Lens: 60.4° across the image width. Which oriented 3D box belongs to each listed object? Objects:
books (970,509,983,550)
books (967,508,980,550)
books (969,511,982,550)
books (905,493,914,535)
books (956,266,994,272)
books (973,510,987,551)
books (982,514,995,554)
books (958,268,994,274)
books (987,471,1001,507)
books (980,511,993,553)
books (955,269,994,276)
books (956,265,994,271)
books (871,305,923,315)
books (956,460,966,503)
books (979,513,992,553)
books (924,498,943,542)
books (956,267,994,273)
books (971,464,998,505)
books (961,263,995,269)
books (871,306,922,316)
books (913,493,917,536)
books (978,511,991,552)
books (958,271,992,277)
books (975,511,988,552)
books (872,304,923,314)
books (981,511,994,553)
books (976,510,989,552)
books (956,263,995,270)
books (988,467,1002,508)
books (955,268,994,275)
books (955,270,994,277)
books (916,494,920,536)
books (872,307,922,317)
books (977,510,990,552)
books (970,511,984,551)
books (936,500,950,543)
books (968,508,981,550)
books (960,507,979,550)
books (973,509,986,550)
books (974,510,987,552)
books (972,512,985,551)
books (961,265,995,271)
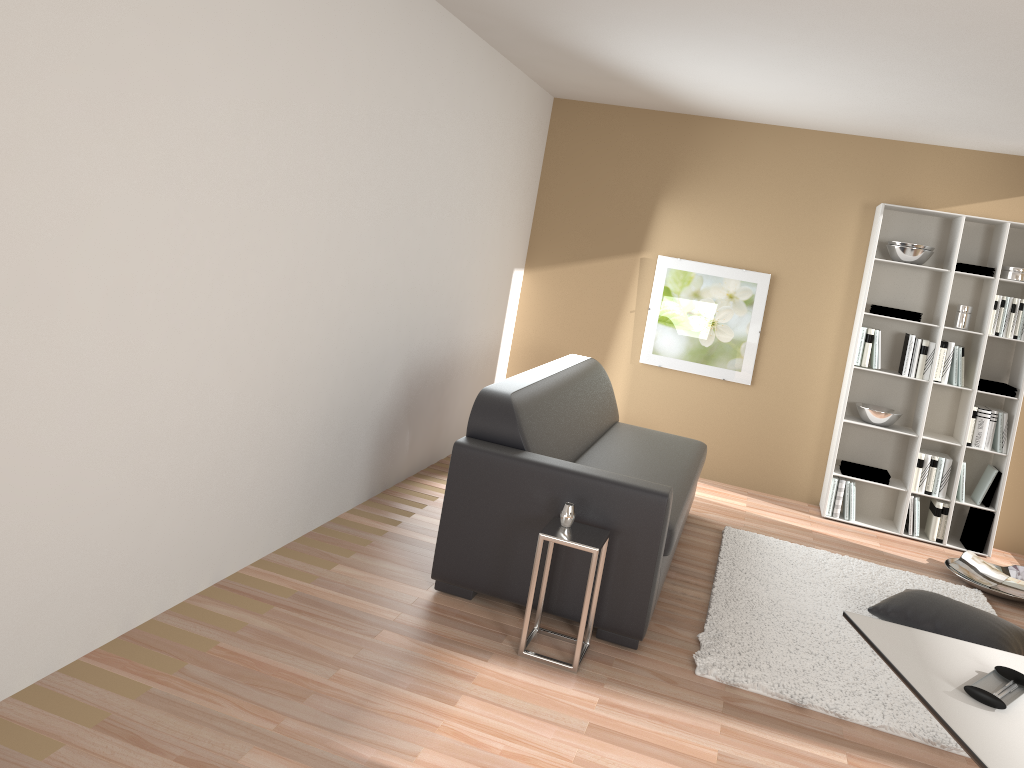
[{"bbox_3d":[3.023,0.935,5.773,0.032,0.270,0.217,11,5,15],"label":"books"},{"bbox_3d":[3.007,0.933,5.778,0.032,0.267,0.212,11,5,15],"label":"books"},{"bbox_3d":[3.019,0.933,5.780,0.032,0.269,0.215,11,5,15],"label":"books"},{"bbox_3d":[2.656,0.853,5.882,0.060,0.258,0.208,11,6,15],"label":"books"},{"bbox_3d":[3.029,-0.762,5.826,0.211,0.006,0.299,12,10,12],"label":"books"},{"bbox_3d":[3.044,0.941,5.769,0.032,0.267,0.212,11,5,15],"label":"books"},{"bbox_3d":[3.091,0.952,5.755,0.032,0.267,0.212,11,5,15],"label":"books"},{"bbox_3d":[3.028,-0.750,5.825,0.211,0.006,0.300,11,10,10],"label":"books"},{"bbox_3d":[3.137,0.670,5.774,0.043,0.241,0.220,11,6,16],"label":"books"},{"bbox_3d":[3.080,0.949,5.758,0.032,0.267,0.212,11,5,15],"label":"books"},{"bbox_3d":[3.027,-0.739,5.827,0.211,0.006,0.300,11,10,10],"label":"books"},{"bbox_3d":[3.035,-0.766,5.824,0.211,0.008,0.300,11,10,10],"label":"books"},{"bbox_3d":[2.590,-0.499,5.929,0.299,0.007,0.211,12,10,16],"label":"books"},{"bbox_3d":[2.952,0.627,5.797,0.060,0.258,0.208,11,6,15],"label":"books"},{"bbox_3d":[3.075,0.948,5.759,0.032,0.267,0.212,11,5,15],"label":"books"},{"bbox_3d":[2.797,0.887,5.834,0.040,0.256,0.208,11,6,15],"label":"books"},{"bbox_3d":[3.029,-0.755,5.825,0.211,0.006,0.300,11,10,10],"label":"books"},{"bbox_3d":[3.105,0.660,5.786,0.085,0.244,0.208,11,6,16],"label":"books"},{"bbox_3d":[3.033,-0.782,5.821,0.211,0.006,0.300,11,10,10],"label":"books"},{"bbox_3d":[2.587,-0.495,5.935,0.299,0.008,0.211,12,10,15],"label":"books"},{"bbox_3d":[2.679,0.861,5.871,0.058,0.256,0.208,11,6,16],"label":"books"},{"bbox_3d":[3.070,0.945,5.759,0.032,0.270,0.217,11,5,15],"label":"books"},{"bbox_3d":[3.024,-0.729,5.829,0.211,0.007,0.300,12,10,10],"label":"books"},{"bbox_3d":[3.054,0.944,5.765,0.032,0.267,0.212,11,5,15],"label":"books"},{"bbox_3d":[2.592,-0.504,5.930,0.299,0.006,0.211,12,10,16],"label":"books"},{"bbox_3d":[3.086,0.948,5.756,0.032,0.272,0.220,11,6,15],"label":"books"},{"bbox_3d":[3.061,0.942,5.767,0.032,0.269,0.215,11,5,15],"label":"books"},{"bbox_3d":[3.031,-0.777,5.822,0.211,0.007,0.300,12,10,10],"label":"books"},{"bbox_3d":[3.144,0.674,5.771,0.043,0.236,0.212,11,6,16],"label":"books"},{"bbox_3d":[3.028,-0.746,5.829,0.211,0.006,0.300,11,10,9],"label":"books"},{"bbox_3d":[3.026,-0.734,5.827,0.211,0.006,0.300,11,10,10],"label":"books"},{"bbox_3d":[2.700,0.861,5.881,0.058,0.256,0.208,11,6,15],"label":"books"},{"bbox_3d":[2.586,-0.490,5.935,0.299,0.008,0.211,12,10,15],"label":"books"},{"bbox_3d":[3.066,0.943,5.766,0.032,0.269,0.215,11,5,15],"label":"books"},{"bbox_3d":[3.029,0.938,5.773,0.032,0.267,0.212,11,5,15],"label":"books"},{"bbox_3d":[2.836,0.895,5.827,0.040,0.256,0.208,11,6,15],"label":"books"},{"bbox_3d":[3.014,0.932,5.781,0.032,0.269,0.215,11,5,15],"label":"books"},{"bbox_3d":[3.003,0.932,5.781,0.032,0.267,0.212,11,5,15],"label":"books"},{"bbox_3d":[3.039,0.937,5.770,0.032,0.272,0.220,11,6,15],"label":"books"},{"bbox_3d":[3.050,0.943,5.767,0.032,0.267,0.212,11,5,15],"label":"books"},{"bbox_3d":[3.034,0.939,5.772,0.032,0.267,0.212,11,5,15],"label":"books"},{"bbox_3d":[3.035,-0.771,5.824,0.211,0.008,0.300,11,10,10],"label":"books"}]
